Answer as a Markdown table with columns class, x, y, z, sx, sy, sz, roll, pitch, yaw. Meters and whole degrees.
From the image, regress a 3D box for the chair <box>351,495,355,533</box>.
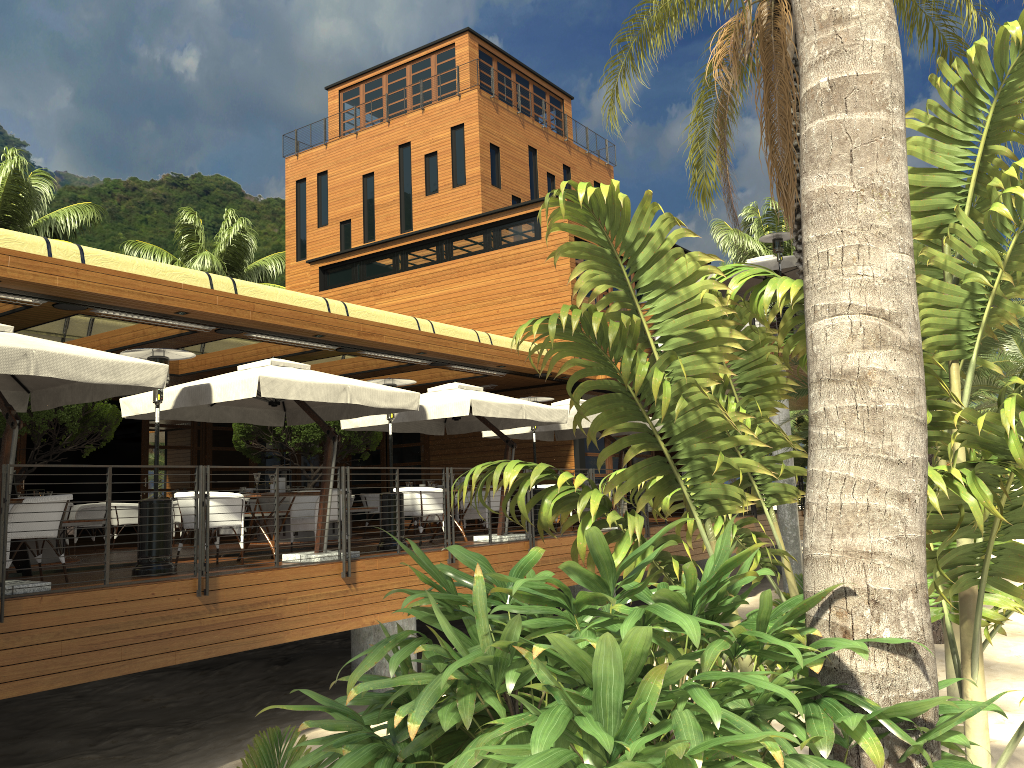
| class | x | y | z | sx | sy | sz | roll | pitch | yaw |
| --- | --- | --- | --- | --- | --- | --- | --- | --- | --- |
| chair | -3.598 | 2.740 | 18.596 | 0.617 | 0.790 | 0.626 | -1 | -8 | -9 |

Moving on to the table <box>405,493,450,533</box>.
| class | x | y | z | sx | sy | sz | roll | pitch | yaw |
| --- | --- | --- | --- | --- | --- | --- | --- | --- | --- |
| table | -1.717 | 2.488 | 17.091 | 1.164 | 0.751 | 1.164 | -9 | -10 | 40 |

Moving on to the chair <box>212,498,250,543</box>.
| class | x | y | z | sx | sy | sz | roll | pitch | yaw |
| --- | --- | --- | --- | --- | --- | --- | --- | --- | --- |
| chair | -5.167 | 2.514 | 16.353 | 0.616 | 0.790 | 0.626 | 3 | -10 | -34 |

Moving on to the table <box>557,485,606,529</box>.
| class | x | y | z | sx | sy | sz | roll | pitch | yaw |
| --- | --- | --- | --- | --- | --- | --- | --- | --- | --- |
| table | 1.098 | 2.178 | 15.579 | 0.930 | 0.751 | 0.930 | -8 | -9 | 34 |

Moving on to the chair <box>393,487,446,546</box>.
| class | x | y | z | sx | sy | sz | roll | pitch | yaw |
| --- | --- | --- | --- | --- | --- | --- | --- | --- | --- |
| chair | -1.291 | 1.826 | 12.243 | 0.626 | 0.790 | 0.616 | -8 | -10 | 35 |

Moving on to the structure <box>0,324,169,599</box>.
| class | x | y | z | sx | sy | sz | roll | pitch | yaw |
| --- | --- | --- | --- | --- | --- | --- | --- | --- | --- |
| structure | -4.666 | 0.563 | 7.424 | 2.410 | 2.339 | 2.410 | -8 | -10 | 34 |

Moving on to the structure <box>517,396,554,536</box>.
| class | x | y | z | sx | sy | sz | roll | pitch | yaw |
| --- | --- | --- | --- | --- | --- | --- | --- | --- | --- |
| structure | 0.368 | 1.278 | 14.047 | 0.699 | 2.198 | 0.698 | -6 | -9 | 22 |

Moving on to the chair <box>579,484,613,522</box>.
| class | x | y | z | sx | sy | sz | roll | pitch | yaw |
| --- | --- | --- | --- | --- | --- | --- | --- | --- | --- |
| chair | 1.578 | 2.229 | 16.272 | 0.626 | 0.790 | 0.616 | -8 | -10 | 35 |

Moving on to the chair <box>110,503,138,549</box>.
| class | x | y | z | sx | sy | sz | roll | pitch | yaw |
| --- | --- | --- | --- | --- | --- | --- | --- | --- | --- |
| chair | -6.734 | 2.459 | 15.430 | 0.616 | 0.790 | 0.626 | 3 | -10 | -34 |

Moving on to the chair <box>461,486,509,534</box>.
| class | x | y | z | sx | sy | sz | roll | pitch | yaw |
| --- | --- | --- | --- | --- | --- | --- | --- | --- | --- |
| chair | -0.381 | 1.950 | 13.493 | 0.626 | 0.790 | 0.616 | -8 | -10 | 35 |

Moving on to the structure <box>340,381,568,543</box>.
| class | x | y | z | sx | sy | sz | roll | pitch | yaw |
| --- | --- | --- | --- | --- | --- | --- | --- | --- | --- |
| structure | -0.794 | 1.115 | 12.919 | 2.410 | 2.339 | 2.410 | -8 | -10 | 34 |

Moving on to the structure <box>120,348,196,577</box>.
| class | x | y | z | sx | sy | sz | roll | pitch | yaw |
| --- | --- | --- | --- | --- | --- | --- | --- | --- | --- |
| structure | -3.456 | 0.733 | 8.620 | 0.699 | 2.198 | 0.698 | -6 | -9 | 22 |

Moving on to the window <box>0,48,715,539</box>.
| class | x | y | z | sx | sy | sz | roll | pitch | yaw |
| --- | --- | --- | --- | --- | --- | --- | --- | --- | --- |
| window | -2.698 | -5.426 | 22.928 | 14.485 | 18.011 | 38.326 | -4 | -8 | 12 |

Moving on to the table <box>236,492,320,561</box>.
| class | x | y | z | sx | sy | sz | roll | pitch | yaw |
| --- | --- | --- | --- | --- | --- | --- | --- | --- | --- |
| table | -2.790 | 1.624 | 10.062 | 0.930 | 0.751 | 0.930 | -8 | -9 | 34 |

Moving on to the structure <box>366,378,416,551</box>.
| class | x | y | z | sx | sy | sz | roll | pitch | yaw |
| --- | --- | --- | --- | --- | --- | --- | --- | --- | --- |
| structure | -1.547 | 1.005 | 11.329 | 0.699 | 2.198 | 0.698 | -6 | -9 | 22 |

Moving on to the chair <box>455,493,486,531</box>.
| class | x | y | z | sx | sy | sz | roll | pitch | yaw |
| --- | --- | --- | --- | --- | --- | --- | --- | --- | --- |
| chair | -0.780 | 2.435 | 17.118 | 0.617 | 0.790 | 0.626 | -1 | -8 | -9 |

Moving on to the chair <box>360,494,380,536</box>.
| class | x | y | z | sx | sy | sz | roll | pitch | yaw |
| --- | --- | --- | --- | --- | --- | --- | --- | --- | --- |
| chair | -2.590 | 2.485 | 16.935 | 0.617 | 0.790 | 0.626 | -1 | -8 | -9 |

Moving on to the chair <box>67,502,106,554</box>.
| class | x | y | z | sx | sy | sz | roll | pitch | yaw |
| --- | --- | --- | --- | --- | --- | --- | --- | --- | --- |
| chair | -6.789 | 2.302 | 14.197 | 0.626 | 0.790 | 0.616 | -9 | -11 | 40 |

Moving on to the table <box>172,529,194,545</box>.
| class | x | y | z | sx | sy | sz | roll | pitch | yaw |
| --- | --- | --- | --- | --- | --- | --- | --- | --- | --- |
| table | -5.877 | 2.512 | 15.965 | 1.165 | 0.751 | 1.163 | -4 | -8 | 15 |

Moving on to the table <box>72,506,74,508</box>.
| class | x | y | z | sx | sy | sz | roll | pitch | yaw |
| --- | --- | --- | --- | --- | --- | --- | --- | --- | --- |
| table | -7.407 | 2.276 | 13.655 | 1.166 | 0.751 | 1.163 | -3 | -8 | 3 |

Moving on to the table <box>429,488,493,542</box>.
| class | x | y | z | sx | sy | sz | roll | pitch | yaw |
| --- | --- | --- | --- | --- | --- | --- | --- | --- | --- |
| table | -0.848 | 1.901 | 12.817 | 0.930 | 0.751 | 0.930 | -8 | -9 | 34 |

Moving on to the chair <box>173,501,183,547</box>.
| class | x | y | z | sx | sy | sz | roll | pitch | yaw |
| --- | --- | --- | --- | --- | --- | --- | --- | --- | --- |
| chair | -5.506 | 2.384 | 15.233 | 0.627 | 0.790 | 0.615 | 3 | -10 | -34 |

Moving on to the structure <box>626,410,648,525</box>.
| class | x | y | z | sx | sy | sz | roll | pitch | yaw |
| --- | --- | --- | --- | --- | --- | --- | --- | --- | --- |
| structure | 2.287 | 1.552 | 16.770 | 0.699 | 2.198 | 0.698 | -6 | -9 | 22 |

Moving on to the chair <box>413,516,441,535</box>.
| class | x | y | z | sx | sy | sz | roll | pitch | yaw |
| --- | --- | --- | --- | --- | --- | --- | --- | --- | --- |
| chair | -1.564 | 2.353 | 16.242 | 0.627 | 0.790 | 0.615 | -1 | -8 | -9 |

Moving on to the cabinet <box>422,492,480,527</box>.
| class | x | y | z | sx | sy | sz | roll | pitch | yaw |
| --- | --- | --- | --- | --- | --- | --- | --- | --- | --- |
| cabinet | -1.250 | 2.766 | 19.698 | 1.609 | 0.840 | 0.556 | -8 | -10 | 34 |

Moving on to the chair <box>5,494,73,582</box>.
| class | x | y | z | sx | sy | sz | roll | pitch | yaw |
| --- | --- | --- | --- | --- | --- | --- | --- | --- | --- |
| chair | -4.306 | 1.391 | 7.922 | 0.626 | 0.790 | 0.616 | -8 | -10 | 35 |

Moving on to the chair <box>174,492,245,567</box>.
| class | x | y | z | sx | sy | sz | roll | pitch | yaw |
| --- | --- | --- | --- | --- | --- | --- | --- | --- | --- |
| chair | -3.250 | 1.547 | 9.463 | 0.626 | 0.790 | 0.616 | -8 | -10 | 35 |

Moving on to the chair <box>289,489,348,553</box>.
| class | x | y | z | sx | sy | sz | roll | pitch | yaw |
| --- | --- | --- | --- | --- | --- | --- | --- | --- | --- |
| chair | -2.306 | 1.676 | 10.761 | 0.626 | 0.790 | 0.616 | -8 | -10 | 35 |

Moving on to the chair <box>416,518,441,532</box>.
| class | x | y | z | sx | sy | sz | roll | pitch | yaw |
| --- | --- | --- | --- | --- | --- | --- | --- | --- | --- |
| chair | -1.697 | 2.571 | 17.883 | 0.627 | 0.790 | 0.615 | -1 | -8 | -9 |

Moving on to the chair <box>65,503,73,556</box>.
| class | x | y | z | sx | sy | sz | roll | pitch | yaw |
| --- | --- | --- | --- | --- | --- | --- | --- | --- | --- |
| chair | -6.824 | 2.153 | 13.031 | 0.616 | 0.790 | 0.627 | -9 | -11 | 40 |

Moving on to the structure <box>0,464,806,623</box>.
| class | x | y | z | sx | sy | sz | roll | pitch | yaw |
| --- | --- | --- | --- | --- | --- | --- | --- | --- | --- |
| structure | 0.702 | 1.819 | 12.982 | 0.163 | 1.156 | 26.229 | -8 | -9 | 34 |

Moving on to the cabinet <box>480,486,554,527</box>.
| class | x | y | z | sx | sy | sz | roll | pitch | yaw |
| --- | --- | --- | --- | --- | --- | --- | --- | --- | --- |
| cabinet | 0.078 | 2.594 | 18.785 | 1.609 | 0.840 | 0.556 | -8 | -10 | 34 |

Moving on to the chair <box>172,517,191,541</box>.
| class | x | y | z | sx | sy | sz | roll | pitch | yaw |
| --- | --- | --- | --- | --- | --- | --- | --- | --- | --- |
| chair | -6.327 | 2.601 | 16.660 | 0.627 | 0.790 | 0.615 | 3 | -10 | -34 |

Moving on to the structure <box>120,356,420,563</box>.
| class | x | y | z | sx | sy | sz | roll | pitch | yaw |
| --- | --- | --- | --- | --- | --- | --- | --- | --- | --- |
| structure | -2.730 | 0.839 | 10.171 | 2.410 | 2.339 | 2.410 | -8 | -10 | 34 |

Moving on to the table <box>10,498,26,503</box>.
| class | x | y | z | sx | sy | sz | roll | pitch | yaw |
| --- | --- | --- | --- | --- | --- | --- | --- | --- | --- |
| table | -4.731 | 1.348 | 7.307 | 0.930 | 0.751 | 0.930 | -8 | -9 | 34 |

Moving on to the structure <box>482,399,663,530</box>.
| class | x | y | z | sx | sy | sz | roll | pitch | yaw |
| --- | --- | --- | --- | --- | --- | --- | --- | --- | --- |
| structure | 1.142 | 1.391 | 15.666 | 2.410 | 2.339 | 2.410 | -8 | -10 | 34 |

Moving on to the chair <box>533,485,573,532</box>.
| class | x | y | z | sx | sy | sz | roll | pitch | yaw |
| --- | --- | --- | --- | --- | --- | --- | --- | --- | --- |
| chair | 0.667 | 2.105 | 15.023 | 0.626 | 0.790 | 0.616 | -8 | -10 | 35 |

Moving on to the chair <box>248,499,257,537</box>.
| class | x | y | z | sx | sy | sz | roll | pitch | yaw |
| --- | --- | --- | --- | --- | --- | --- | --- | --- | --- |
| chair | -5.205 | 2.775 | 18.360 | 0.617 | 0.790 | 0.626 | -1 | -8 | -9 |
